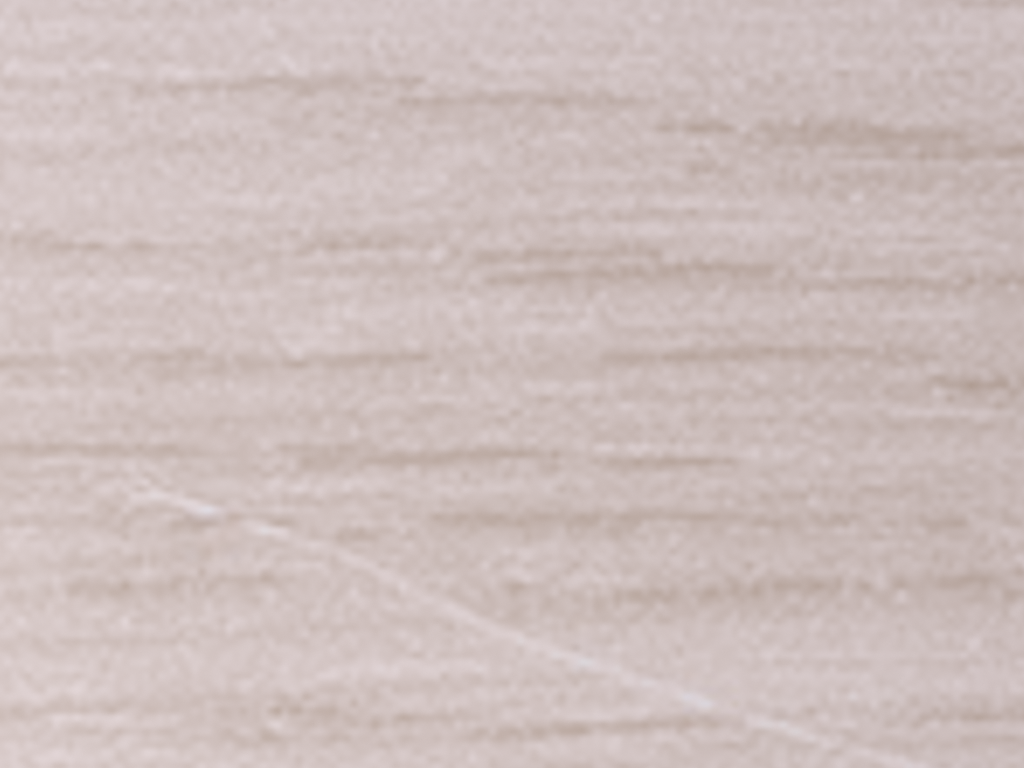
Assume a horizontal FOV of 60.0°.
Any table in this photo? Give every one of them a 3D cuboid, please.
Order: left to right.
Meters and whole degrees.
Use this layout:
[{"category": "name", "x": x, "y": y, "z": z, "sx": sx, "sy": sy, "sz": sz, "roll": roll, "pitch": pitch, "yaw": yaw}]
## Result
[{"category": "table", "x": 2.438, "y": -0.290, "z": 1.291, "sx": 5.849, "sy": 1.795, "sz": 2.506, "roll": 0, "pitch": 90, "yaw": 0}]
